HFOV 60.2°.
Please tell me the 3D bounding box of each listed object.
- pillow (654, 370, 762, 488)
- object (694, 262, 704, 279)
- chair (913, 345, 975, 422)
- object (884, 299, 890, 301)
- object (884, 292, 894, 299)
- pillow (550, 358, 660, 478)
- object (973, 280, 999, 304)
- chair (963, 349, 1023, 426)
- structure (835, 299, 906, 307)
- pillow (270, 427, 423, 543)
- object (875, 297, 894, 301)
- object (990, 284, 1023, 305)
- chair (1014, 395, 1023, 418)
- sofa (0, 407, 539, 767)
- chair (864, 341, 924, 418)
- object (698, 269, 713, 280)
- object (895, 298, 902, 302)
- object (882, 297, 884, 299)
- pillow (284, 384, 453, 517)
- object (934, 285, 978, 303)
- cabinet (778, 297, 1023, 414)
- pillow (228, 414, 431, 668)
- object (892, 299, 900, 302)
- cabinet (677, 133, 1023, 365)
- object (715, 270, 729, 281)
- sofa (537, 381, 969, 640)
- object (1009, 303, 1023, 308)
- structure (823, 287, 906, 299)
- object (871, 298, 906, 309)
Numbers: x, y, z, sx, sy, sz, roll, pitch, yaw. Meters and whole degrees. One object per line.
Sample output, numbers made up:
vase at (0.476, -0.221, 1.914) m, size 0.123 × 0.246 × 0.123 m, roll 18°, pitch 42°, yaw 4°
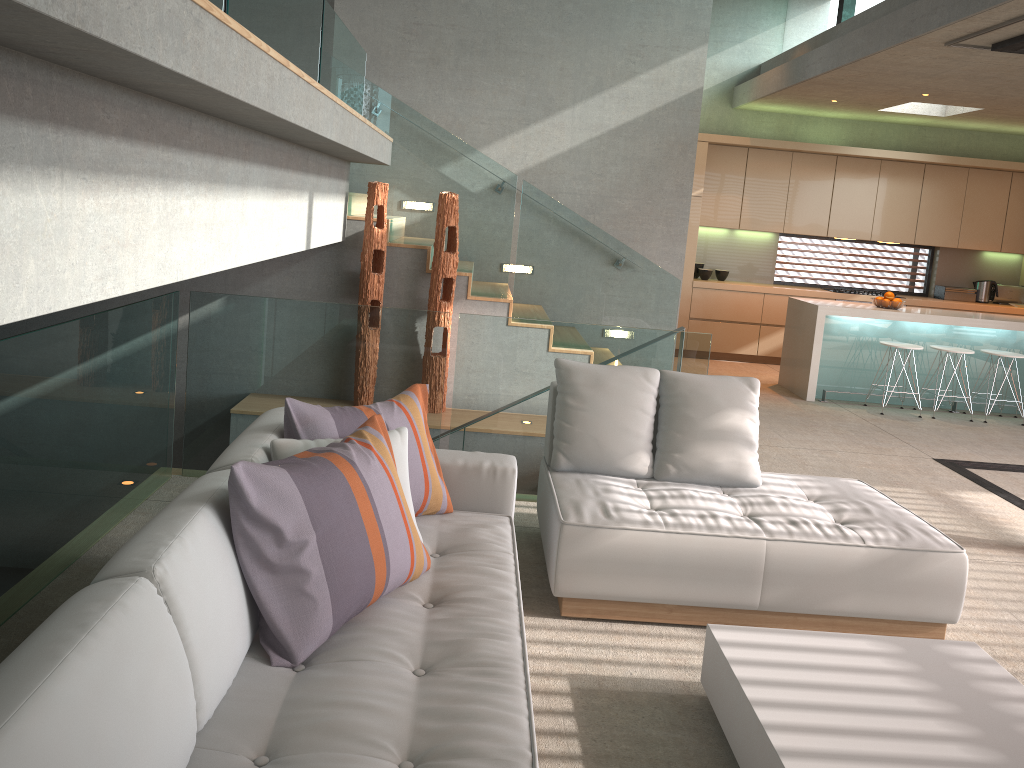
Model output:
pillow at (0.898, 0.204, 4.034) m, size 0.492 × 0.479 × 0.269 m, roll 5°, pitch 8°, yaw -2°
object at (2.194, -1.367, 10.642) m, size 0.225 × 0.186 × 0.228 m, roll 1°, pitch 10°, yaw -25°
chair at (3.984, -0.017, 8.092) m, size 0.382 × 0.618 × 0.386 m, roll 5°, pitch 8°, yaw -3°
object at (3.593, -0.776, 8.485) m, size 0.081 × 0.080 × 0.081 m, roll 9°, pitch 10°, yaw 26°
object at (3.663, -0.850, 8.584) m, size 0.095 × 0.093 × 0.095 m, roll 8°, pitch 9°, yaw 17°
pillow at (0.419, 0.155, 4.015) m, size 0.492 × 0.493 × 0.241 m, roll 5°, pitch 7°, yaw -2°
object at (5.748, -1.128, 10.747) m, size 0.278 × 0.283 × 0.179 m, roll 5°, pitch 8°, yaw 3°
chair at (4.461, 0.021, 8.112) m, size 0.382 × 0.618 × 0.386 m, roll 5°, pitch 8°, yaw -3°
structure at (4.143, -0.704, 10.287) m, size 0.828 × 0.496 × 0.080 m, roll 5°, pitch 7°, yaw -2°
pillow at (-0.515, 0.358, 2.792) m, size 0.241 × 0.401 × 0.596 m, roll 12°, pitch 12°, yaw 40°
object at (3.587, -0.795, 8.537) m, size 0.175 × 0.099 × 0.096 m, roll 14°, pitch 13°, yaw 42°
object at (6.060, -1.094, 10.810) m, size 0.389 × 0.245 × 0.152 m, roll 5°, pitch 8°, yaw -2°
chair at (4.957, 0.060, 8.135) m, size 0.382 × 0.618 × 0.386 m, roll 5°, pitch 8°, yaw -3°
sofa at (-0.454, 0.756, 1.822) m, size 1.048 × 0.745 × 3.503 m, roll 5°, pitch 11°, yaw -3°
chair at (3.513, -0.054, 8.071) m, size 0.382 × 0.618 × 0.386 m, roll 5°, pitch 8°, yaw -3°
object at (2.290, -1.296, 10.482) m, size 0.169 × 0.125 × 0.171 m, roll 2°, pitch 10°, yaw -16°
object at (3.728, -0.785, 8.555) m, size 0.094 × 0.093 × 0.095 m, roll 3°, pitch 9°, yaw -14°
object at (3.610, -0.808, 8.639) m, size 0.087 × 0.086 × 0.087 m, roll -3°, pitch 12°, yaw -42°
pillow at (-0.509, 0.262, 3.083) m, size 0.281 × 0.499 × 0.699 m, roll 11°, pitch 11°, yaw 40°
object at (5.406, -1.099, 10.776) m, size 0.400 × 0.158 × 0.243 m, roll 5°, pitch 10°, yaw -3°
cabinet at (4.826, -0.201, 8.688) m, size 4.119 × 0.891 × 0.810 m, roll 5°, pitch 9°, yaw -2°
pillow at (-0.475, 0.398, 2.470) m, size 0.312 × 0.489 × 0.743 m, roll 8°, pitch 10°, yaw 20°
object at (3.677, -0.772, 8.478) m, size 0.086 × 0.086 × 0.088 m, roll 3°, pitch 9°, yaw -12°
cabinet at (5.247, -1.244, 9.885) m, size 7.467 × 2.543 × 1.988 m, roll 5°, pitch 8°, yaw -2°
object at (2.521, -1.304, 10.624) m, size 0.169 × 0.125 × 0.171 m, roll 2°, pitch 10°, yaw -16°
sofa at (0.946, 0.493, 3.822) m, size 1.595 × 0.726 × 1.025 m, roll 5°, pitch 10°, yaw -3°
object at (6.086, -0.927, 10.525) m, size 0.310 × 0.034 × 0.313 m, roll -2°, pitch 13°, yaw -33°
structure at (4.165, -1.067, 10.498) m, size 0.838 × 0.090 × 0.469 m, roll 4°, pitch 11°, yaw -3°
object at (3.640, -0.776, 8.562) m, size 0.315 × 0.081 × 0.319 m, roll 4°, pitch 11°, yaw -3°
